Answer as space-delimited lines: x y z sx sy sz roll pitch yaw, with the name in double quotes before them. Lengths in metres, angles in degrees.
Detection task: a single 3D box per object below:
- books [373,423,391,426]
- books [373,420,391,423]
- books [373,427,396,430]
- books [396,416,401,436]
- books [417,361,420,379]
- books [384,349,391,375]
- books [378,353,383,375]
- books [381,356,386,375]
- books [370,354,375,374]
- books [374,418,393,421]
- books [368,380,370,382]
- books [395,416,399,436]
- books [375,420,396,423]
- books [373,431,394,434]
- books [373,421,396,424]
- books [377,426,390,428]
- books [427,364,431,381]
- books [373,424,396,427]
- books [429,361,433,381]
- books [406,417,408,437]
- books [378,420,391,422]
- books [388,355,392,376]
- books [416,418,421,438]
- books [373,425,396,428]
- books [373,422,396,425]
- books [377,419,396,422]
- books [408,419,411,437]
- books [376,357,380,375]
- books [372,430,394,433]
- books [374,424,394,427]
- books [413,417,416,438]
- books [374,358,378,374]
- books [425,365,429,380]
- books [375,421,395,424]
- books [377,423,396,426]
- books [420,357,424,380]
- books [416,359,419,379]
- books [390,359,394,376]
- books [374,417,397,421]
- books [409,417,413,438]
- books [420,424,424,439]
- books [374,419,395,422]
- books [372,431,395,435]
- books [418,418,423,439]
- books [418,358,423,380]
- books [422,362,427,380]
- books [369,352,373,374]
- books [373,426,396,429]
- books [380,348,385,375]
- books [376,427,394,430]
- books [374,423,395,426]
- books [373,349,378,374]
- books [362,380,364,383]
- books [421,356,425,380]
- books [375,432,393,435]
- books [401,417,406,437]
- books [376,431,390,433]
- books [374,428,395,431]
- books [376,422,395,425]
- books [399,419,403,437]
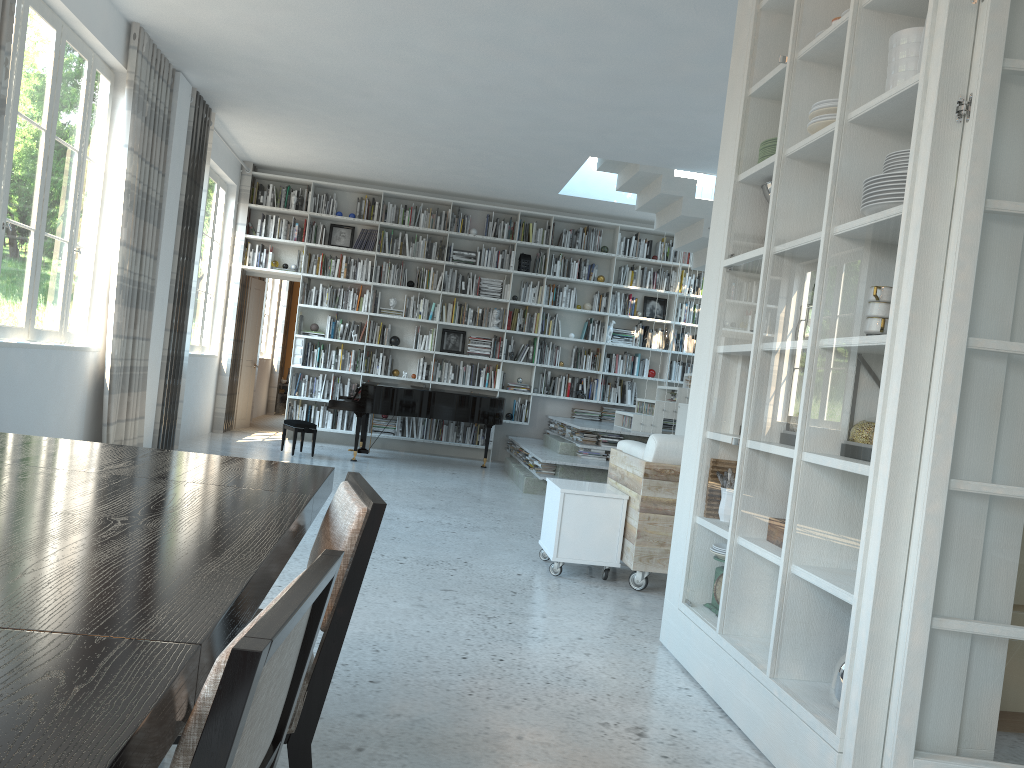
"books" -1.582 0.502 10.977 0.285 0.005 0.159 7 0 -9
"books" -1.574 0.465 10.974 0.285 0.005 0.159 7 0 -10
"books" -1.584 0.548 10.973 0.285 0.007 0.159 7 0 -11
"books" -1.404 0.509 11.000 0.031 0.265 0.144 7 1 -7
"books" -1.160 -0.170 11.013 0.015 0.225 0.148 7 1 -7
"books" -1.540 -0.267 10.945 0.050 0.328 0.166 7 1 -7
"books" -1.622 -0.247 10.935 0.027 0.269 0.185 7 1 -7
"books" -1.586 -0.229 10.957 0.029 0.241 0.135 7 1 -7
"books" -1.716 -0.248 10.928 0.042 0.248 0.162 7 1 -7
"books" -1.572 0.438 10.978 0.254 0.006 0.161 7 0 -6
"books" -1.784 0.100 10.942 0.013 0.288 0.160 7 1 -7
"books" -1.424 0.512 10.982 0.012 0.254 0.161 7 1 -7
"books" -1.573 0.460 10.970 0.254 0.006 0.161 7 0 -12
"books" -1.593 0.596 10.983 0.254 0.007 0.161 7 0 -7
"books" -1.578 0.475 10.971 0.285 0.005 0.159 7 0 -11
"books" -1.583 0.528 10.980 0.254 0.007 0.161 7 0 -6
"books" -1.032 -0.142 11.018 0.024 0.201 0.158 7 1 -7
"books" -1.581 0.514 10.982 0.285 0.007 0.159 7 0 -7
"books" -1.011 -0.161 11.046 0.019 0.242 0.107 7 1 -7
"books" -1.302 0.527 11.000 0.062 0.253 0.177 7 1 -7
"books" -1.574 0.454 10.980 0.254 0.006 0.161 7 0 -7
"books" -1.506 -0.229 10.949 0.027 0.261 0.163 7 1 -7
"books" -1.165 0.541 11.033 0.025 0.259 0.132 7 1 -7
"books" -1.582 0.521 10.980 0.285 0.007 0.159 7 0 -6
"books" -1.580 0.486 10.979 0.285 0.005 0.159 7 0 -8
"books" -1.573 0.443 10.981 0.285 0.005 0.159 7 0 -7
"books" -1.267 0.542 11.002 0.011 0.232 0.174 7 1 -7
"books" -1.649 -0.223 10.936 0.021 0.215 0.172 7 1 -7
"books" -1.590 0.582 10.973 0.285 0.007 0.159 7 0 -11
"books" -1.583 0.508 10.981 0.254 0.006 0.161 7 0 -7
"books" -1.211 0.527 11.014 0.073 0.276 0.181 7 1 -7
"books" -1.673 -0.216 10.938 0.024 0.196 0.156 7 1 -7
"books" -1.061 -0.143 11.028 0.031 0.194 0.142 7 1 -7
"books" -1.575 0.471 10.972 0.254 0.006 0.161 7 0 -3
"books" -1.581 0.491 10.979 0.285 0.005 0.159 7 0 -6
"books" -1.117 -0.191 11.013 0.010 0.277 0.155 7 1 -7
"books" -1.170 -0.186 11.003 0.012 0.254 0.161 7 1 -7
"books" -1.486 -0.202 10.967 0.023 0.212 0.160 7 1 -7
"books" -1.570 0.433 10.969 0.285 0.005 0.159 7 0 -2
"books" -1.252 0.523 10.995 0.012 0.275 0.180 7 1 -7
"books" -1.120 0.586 11.025 0.024 0.180 0.171 7 1 -7
"books" -1.573 0.449 10.980 0.254 0.006 0.161 7 0 -7
"books" -1.594 0.610 10.984 0.285 0.007 0.159 7 0 -7
"books" -1.137 0.544 11.005 0.024 0.260 0.189 7 1 -7
"books" -1.134 -0.189 10.997 0.027 0.269 0.158 7 1 -7
"books" -1.086 -0.159 11.005 0.029 0.221 0.153 7 1 -7
"books" -1.740 -0.263 10.917 0.012 0.272 0.181 7 1 -7
"books" -1.582 0.535 10.970 0.285 0.007 0.159 7 0 -12
"books" -1.601 -0.280 10.962 0.013 0.339 0.138 7 1 -7
"books" -1.584 0.541 10.980 0.254 0.007 0.161 7 0 -6
"books" -1.582 0.497 10.979 0.254 0.006 0.161 7 0 -8
"books" -1.685 -0.277 10.930 0.014 0.313 0.166 7 1 -7
"books" -1.854 0.093 10.938 0.012 0.285 0.159 7 1 -7
"books" -1.104 -0.196 11.010 0.014 0.291 0.131 7 1 -7
"books" -1.592 0.603 10.974 0.254 0.007 0.161 7 0 -3
"books" -1.347 0.530 11.006 0.028 0.238 0.136 7 1 -7
"books" -1.591 0.589 10.980 0.254 0.007 0.161 7 0 -6
"books" -1.585 0.555 10.974 0.254 0.007 0.161 7 0 -11
"books" -1.580 0.481 10.981 0.254 0.006 0.161 7 0 -7
"books" -1.376 0.544 10.991 0.029 0.202 0.178 7 1 -7
